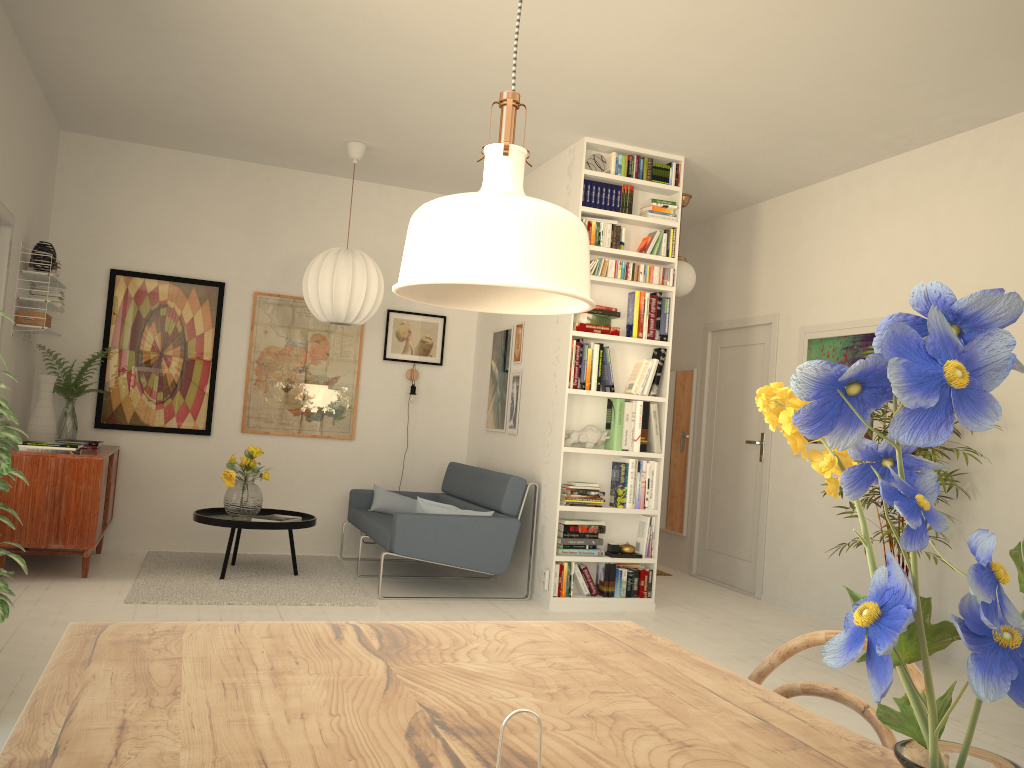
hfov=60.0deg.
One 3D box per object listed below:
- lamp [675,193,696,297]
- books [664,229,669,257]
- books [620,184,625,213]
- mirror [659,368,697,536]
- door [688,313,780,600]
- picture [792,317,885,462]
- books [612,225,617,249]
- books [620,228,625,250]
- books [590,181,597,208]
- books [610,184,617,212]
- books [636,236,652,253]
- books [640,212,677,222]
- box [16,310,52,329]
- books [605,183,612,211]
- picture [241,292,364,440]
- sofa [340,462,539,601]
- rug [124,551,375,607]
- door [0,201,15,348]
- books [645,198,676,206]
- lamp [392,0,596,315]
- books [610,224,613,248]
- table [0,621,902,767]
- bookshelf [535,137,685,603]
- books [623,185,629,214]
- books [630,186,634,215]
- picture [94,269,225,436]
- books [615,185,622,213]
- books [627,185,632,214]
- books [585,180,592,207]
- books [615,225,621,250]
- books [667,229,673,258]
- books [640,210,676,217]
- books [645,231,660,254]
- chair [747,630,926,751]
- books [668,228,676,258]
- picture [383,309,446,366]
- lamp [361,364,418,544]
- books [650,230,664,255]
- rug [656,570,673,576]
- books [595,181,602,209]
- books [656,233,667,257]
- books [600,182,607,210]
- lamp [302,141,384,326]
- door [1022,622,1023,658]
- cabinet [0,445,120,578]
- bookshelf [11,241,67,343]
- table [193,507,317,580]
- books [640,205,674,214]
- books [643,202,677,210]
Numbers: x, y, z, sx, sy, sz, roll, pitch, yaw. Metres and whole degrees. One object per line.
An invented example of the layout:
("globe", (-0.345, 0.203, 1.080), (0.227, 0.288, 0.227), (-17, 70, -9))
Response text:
("lamp", (1.249, -1.031, 6.621), (0.275, 0.768, 0.275), (6, -3, -26))
("books", (0.964, -0.901, 5.798), (0.022, 0.187, 0.186), (6, -3, -20))
("books", (0.666, -1.164, 5.696), (0.020, 0.191, 0.205), (6, -3, -20))
("mirror", (1.370, 0.559, 7.470), (0.029, 1.371, 0.500), (6, -3, -20))
("door", (1.717, 0.518, 6.749), (0.166, 2.034, 0.955), (6, -3, -20))
("picture", (2.086, 0.040, 5.672), (0.012, 0.877, 0.822), (6, -3, -20))
("books", (0.607, -0.917, 5.659), (0.024, 0.155, 0.206), (6, -3, -20))
("books", (0.670, -0.906, 5.667), (0.020, 0.145, 0.189), (6, -3, -20))
("books", (0.477, -1.177, 5.616), (0.034, 0.179, 0.188), (6, -3, -20))
("books", (0.608, -1.164, 5.663), (0.034, 0.179, 0.188), (6, -3, -20))
("books", (0.828, -0.885, 5.760), (0.073, 0.129, 0.200), (6, -3, -20))
("books", (0.925, -1.062, 5.777), (0.214, 0.038, 0.222), (5, -3, -20))
("box", (-2.905, -0.387, 5.391), (0.152, 0.084, 0.265), (5, -3, -20))
("books", (0.575, -1.167, 5.652), (0.034, 0.179, 0.188), (6, -3, -20))
("picture", (-1.574, -0.129, 6.740), (0.838, 1.053, 0.012), (6, -3, -20))
("sofa", (-0.553, 0.944, 6.086), (0.964, 0.773, 1.602), (5, -3, -20))
("rug", (-1.665, 1.218, 5.632), (1.304, 0.012, 1.660), (5, -3, -18))
("door", (-3.101, 0.029, 4.296), (0.882, 2.034, 0.955), (6, -3, -20))
("books", (0.949, -1.162, 5.780), (0.169, 0.032, 0.188), (5, -3, -15))
("lamp", (0.041, -0.889, 1.047), (0.229, 1.596, 0.229), (4, -3, 15))
("books", (0.597, -0.922, 5.635), (0.013, 0.159, 0.176), (6, -3, -20))
("table", (0.070, 0.734, 0.546), (0.894, 0.749, 1.797), (5, -3, -20))
("bookshelf", (0.628, -0.054, 5.645), (0.710, 2.901, 0.249), (6, -3, -20))
("books", (0.686, -1.162, 5.700), (0.020, 0.191, 0.205), (6, -3, -20))
("books", (0.723, -1.158, 5.717), (0.020, 0.191, 0.205), (6, -3, -20))
("picture", (-2.527, -0.219, 6.390), (0.778, 1.134, 0.018), (6, -3, -20))
("books", (0.641, -1.161, 5.675), (0.034, 0.179, 0.188), (6, -3, -20))
("books", (0.708, -1.160, 5.699), (0.020, 0.191, 0.205), (6, -3, -20))
("books", (0.444, -1.180, 5.604), (0.034, 0.179, 0.188), (6, -3, -20))
("books", (0.641, -0.915, 5.636), (0.023, 0.153, 0.176), (6, -3, -20))
("books", (0.987, -0.900, 5.792), (0.014, 0.188, 0.218), (6, -3, -20))
("books", (0.929, -1.090, 5.778), (0.200, 0.018, 0.208), (5, -3, -20))
("books", (0.865, -0.899, 5.762), (0.092, 0.165, 0.222), (6, -3, -20))
("chair", (0.261, 0.737, 1.123), (0.483, 0.811, 0.385), (6, -3, -22))
("books", (1.006, -0.904, 5.796), (0.022, 0.199, 0.212), (6, -3, -20))
("picture", (-0.769, -0.366, 7.039), (0.481, 0.402, 0.015), (5, -3, -20))
("lamp", (-0.943, 0.533, 6.884), (0.360, 1.416, 0.112), (6, -3, -20))
("books", (0.901, -0.899, 5.761), (0.065, 0.168, 0.228), (6, -3, -20))
("rug", (0.734, 1.479, 7.113), (0.941, 0.002, 0.553), (5, -3, -20))
("books", (0.510, -1.174, 5.628), (0.034, 0.179, 0.188), (6, -3, -20))
("books", (0.943, -0.887, 5.771), (0.030, 0.154, 0.199), (6, -3, -20))
("books", (0.543, -1.171, 5.640), (0.034, 0.179, 0.188), (6, -3, -20))
("lamp", (-1.098, -1.013, 5.961), (0.536, 1.229, 0.535), (4, -3, 14))
("door", (2.755, 0.465, 3.908), (0.166, 2.034, 0.955), (6, -3, -20))
("cabinet", (-2.837, 0.765, 5.563), (0.546, 0.727, 1.262), (6, -3, -20))
("bookshelf", (-2.949, -0.548, 5.569), (0.184, 0.565, 0.695), (6, -3, -20))
("table", (-1.658, 1.029, 5.684), (0.761, 0.386, 0.760), (5, -3, -4))
("books", (0.920, -1.116, 5.774), (0.173, 0.030, 0.199), (6, -3, -30))
("books", (0.945, -1.139, 5.760), (0.179, 0.016, 0.208), (5, -3, -15))
